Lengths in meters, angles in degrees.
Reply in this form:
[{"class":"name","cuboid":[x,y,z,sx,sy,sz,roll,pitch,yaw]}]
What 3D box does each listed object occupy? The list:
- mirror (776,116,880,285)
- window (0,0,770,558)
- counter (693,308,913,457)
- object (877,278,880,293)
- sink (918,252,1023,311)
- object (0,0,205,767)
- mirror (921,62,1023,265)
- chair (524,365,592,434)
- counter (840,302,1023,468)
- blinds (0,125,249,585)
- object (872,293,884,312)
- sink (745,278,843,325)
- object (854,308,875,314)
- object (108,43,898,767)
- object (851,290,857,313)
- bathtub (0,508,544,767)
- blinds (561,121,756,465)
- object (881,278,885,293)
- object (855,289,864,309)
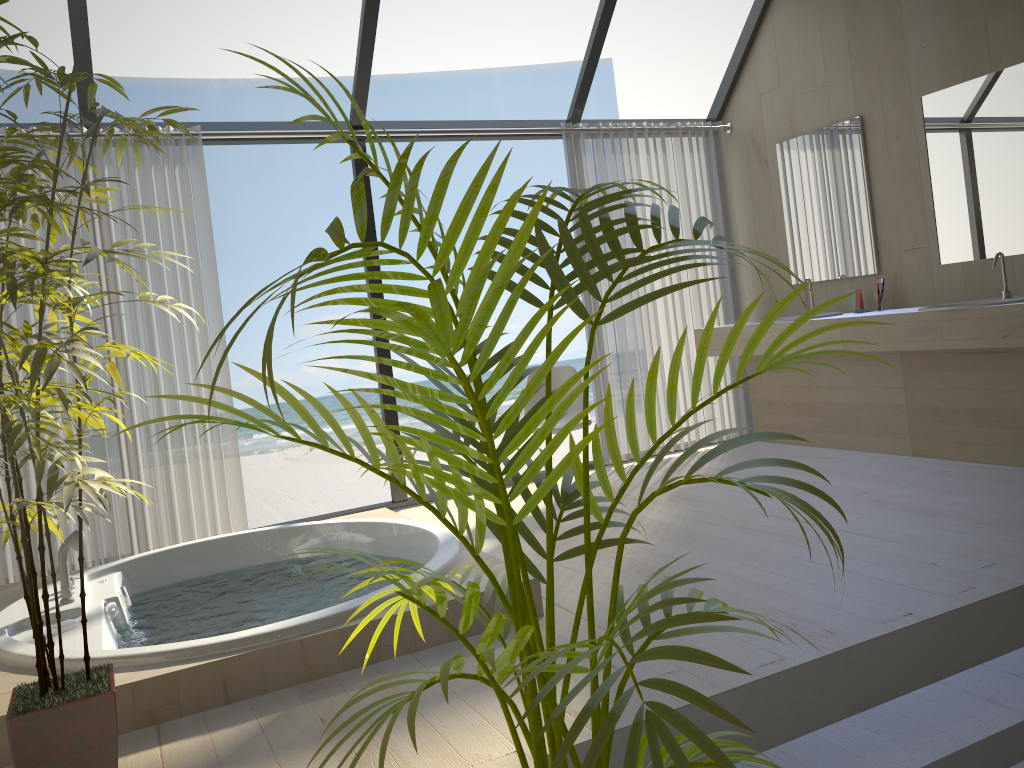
[{"class":"mirror","cuboid":[1.824,-1.042,5.159,0.023,0.868,0.652,-7,1,-25]},{"class":"window","cuboid":[-0.464,-0.738,4.705,4.574,2.812,0.743,-8,1,-25]},{"class":"counter","cuboid":[1.690,0.017,5.135,0.552,0.790,1.203,-7,3,-25]},{"class":"object","cuboid":[1.972,-0.480,4.755,0.012,0.178,0.050,-7,1,14]},{"class":"sink","cuboid":[2.128,-0.378,3.993,0.505,0.419,0.573,-8,3,-22]},{"class":"object","cuboid":[-1.098,0.063,1.883,0.787,1.756,0.936,-7,1,0]},{"class":"mirror","cuboid":[2.291,-1.037,4.235,0.023,0.868,0.652,-7,1,-25]},{"class":"chair","cuboid":[0.232,0.088,4.818,0.369,0.347,0.455,-7,2,3]},{"class":"counter","cuboid":[2.205,0.027,4.046,0.552,0.790,1.203,-7,3,-25]},{"class":"blinds","cuboid":[-1.973,-0.181,4.178,1.186,2.069,0.084,-7,0,-25]},{"class":"object","cuboid":[1.984,-0.440,4.784,0.059,0.100,0.058,-7,1,-19]},{"class":"sink","cuboid":[1.613,-0.388,5.082,0.505,0.419,0.573,-8,3,-22]},{"class":"object","cuboid":[1.896,-0.397,4.764,0.104,0.029,0.033,-6,2,15]},{"class":"object","cuboid":[0.062,0.168,1.232,1.069,1.345,0.871,-8,2,-37]},{"class":"object","cuboid":[1.921,-0.462,4.956,0.039,0.135,0.039,-7,1,23]},{"class":"bathtub","cuboid":[-1.072,0.799,3.163,1.826,0.698,1.645,-8,4,-25]},{"class":"blinds","cuboid":[0.945,-0.616,5.577,1.186,2.069,0.084,-7,0,-25]},{"class":"object","cuboid":[1.995,-0.483,4.784,0.054,0.175,0.012,-7,0,0]},{"class":"object","cuboid":[1.901,-0.452,4.844,0.039,0.135,0.039,-7,1,23]}]
